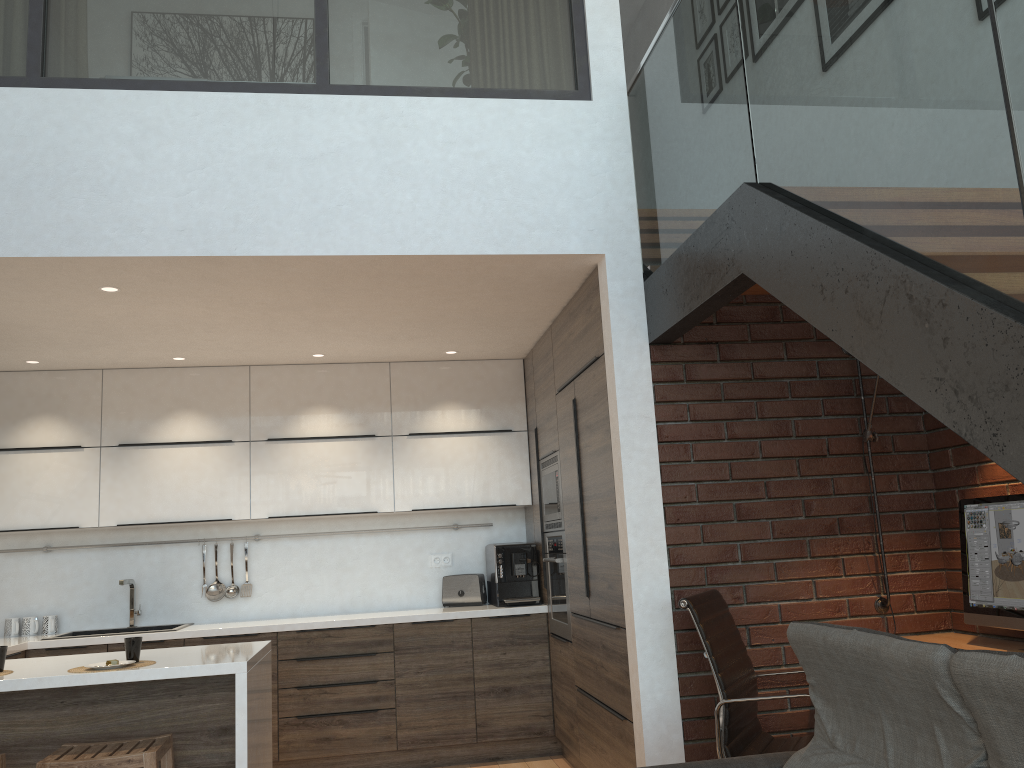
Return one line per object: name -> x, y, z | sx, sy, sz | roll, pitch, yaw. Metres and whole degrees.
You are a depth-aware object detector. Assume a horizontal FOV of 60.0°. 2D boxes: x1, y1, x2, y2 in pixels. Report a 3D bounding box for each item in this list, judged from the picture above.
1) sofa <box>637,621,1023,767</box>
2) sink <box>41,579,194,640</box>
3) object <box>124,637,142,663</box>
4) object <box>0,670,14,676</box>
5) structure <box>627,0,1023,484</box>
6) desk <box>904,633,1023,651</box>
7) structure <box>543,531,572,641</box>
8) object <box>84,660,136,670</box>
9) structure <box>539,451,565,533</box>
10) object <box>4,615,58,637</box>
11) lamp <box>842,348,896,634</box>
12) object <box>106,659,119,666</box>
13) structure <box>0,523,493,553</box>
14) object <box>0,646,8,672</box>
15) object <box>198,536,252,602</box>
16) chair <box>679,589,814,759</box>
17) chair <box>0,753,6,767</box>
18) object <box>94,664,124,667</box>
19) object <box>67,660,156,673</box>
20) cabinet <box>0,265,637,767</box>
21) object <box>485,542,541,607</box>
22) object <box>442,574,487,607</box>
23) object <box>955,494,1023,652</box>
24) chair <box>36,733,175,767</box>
sofa -> 0.031, 0.835, 0.589 | 2.108, 0.995, 3.169 | -2, -10, -9
sink -> -2.253, 1.397, 5.125 | 0.706, 0.518, 0.512 | -2, -10, -9
object -> -1.456, 1.023, 3.407 | 0.066, 0.093, 0.066 | 4, -13, -36
object -> -2.013, 1.079, 3.271 | 0.305, 0.002, 0.305 | 5, -13, -40
structure -> 1.445, 0.060, 2.395 | 1.289, 3.460, 5.660 | -2, -10, -9
desk -> 1.712, 1.206, 2.501 | 0.610, 0.750, 2.182 | -2, -10, -9
structure -> 0.457, 1.109, 4.972 | 0.495, 0.570, 0.595 | -2, -10, -9
object -> -1.488, 1.043, 3.285 | 0.176, 0.014, 0.176 | -2, -10, -5
structure -> 0.447, 0.617, 5.064 | 0.459, 0.430, 0.595 | -2, -10, -9
object -> -2.857, 1.438, 5.267 | 0.297, 0.105, 0.112 | -2, -10, -8
lamp -> 1.645, 0.703, 3.228 | 0.462, 2.003, 1.054 | 2, -11, -25
object -> -1.758, 1.038, 3.252 | 0.597, 0.039, 0.064 | -1, -11, -13
structure -> -1.609, 0.969, 5.592 | 3.000, 0.045, 0.050 | -2, -10, -9
object -> -1.948, 1.043, 3.357 | 0.066, 0.093, 0.066 | -8, -11, 26
object -> -1.785, 1.151, 5.521 | 0.320, 0.389, 0.069 | -2, -10, -8
chair -> 0.997, 1.241, 3.149 | 0.700, 0.991, 0.651 | -8, -11, 24
chair -> -1.925, 1.563, 2.874 | 0.450, 0.600, 0.350 | -3, -10, -4
object -> -1.467, 1.030, 3.237 | 0.126, 0.012, 0.025 | -5, -10, 9
object -> -1.497, 1.059, 3.325 | 0.304, 0.002, 0.304 | -8, -11, 22
cabinet -> -1.399, 0.898, 4.432 | 3.495, 2.401, 2.401 | -2, -10, -9
object -> 0.007, 1.183, 5.546 | 0.274, 0.378, 0.532 | -2, -10, -9
object -> -0.304, 1.307, 5.627 | 0.260, 0.195, 0.177 | -5, -10, 11
object -> 1.676, 0.644, 2.991 | 0.431, 0.535, 0.716 | -2, -10, -9
chair -> -1.390, 1.562, 3.040 | 0.450, 0.600, 0.350 | -1, -10, -12
